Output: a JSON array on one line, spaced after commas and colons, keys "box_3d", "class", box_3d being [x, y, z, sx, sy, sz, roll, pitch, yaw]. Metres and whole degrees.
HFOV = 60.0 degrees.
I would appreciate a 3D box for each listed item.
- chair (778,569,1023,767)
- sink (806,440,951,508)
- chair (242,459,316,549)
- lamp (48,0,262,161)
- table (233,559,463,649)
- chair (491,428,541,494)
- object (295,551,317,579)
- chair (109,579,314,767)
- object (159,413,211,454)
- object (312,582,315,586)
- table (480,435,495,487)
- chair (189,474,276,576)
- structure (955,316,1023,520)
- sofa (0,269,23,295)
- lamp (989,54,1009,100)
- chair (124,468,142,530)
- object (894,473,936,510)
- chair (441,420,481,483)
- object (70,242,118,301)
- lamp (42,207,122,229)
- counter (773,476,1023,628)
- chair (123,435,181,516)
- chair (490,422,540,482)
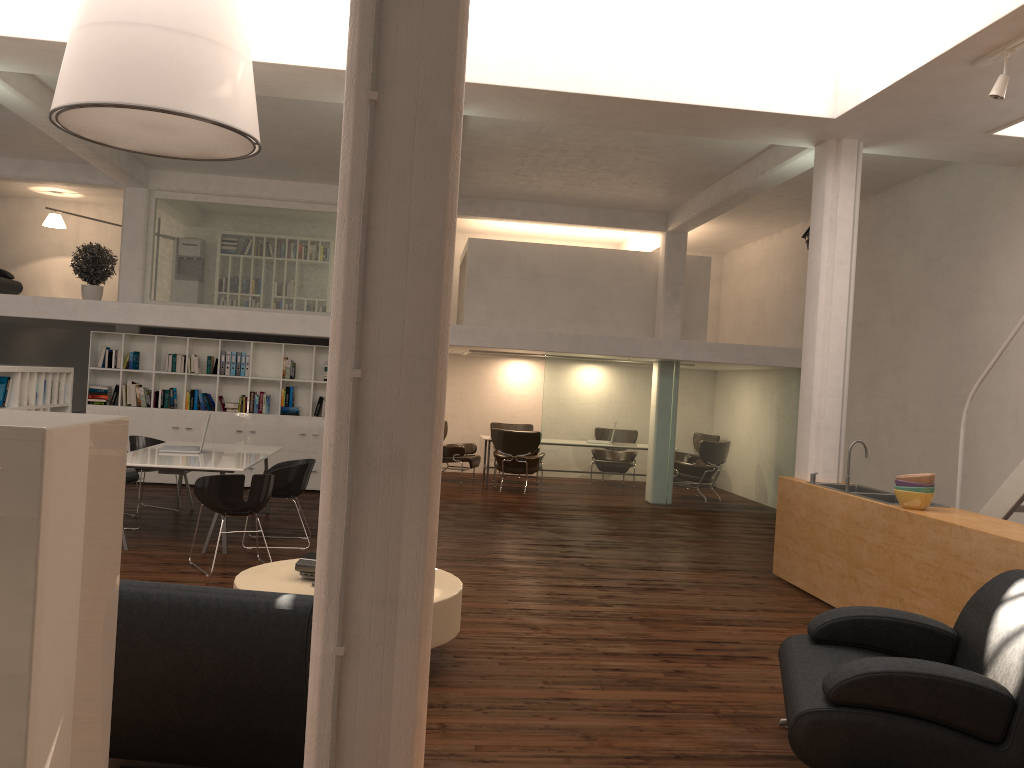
[{"box_3d": [2.248, 1.631, 4.811, 1.481, 1.130, 1.454, 4, 0, 15], "class": "chair"}, {"box_3d": [3.622, 0.956, 8.925, 0.596, 0.774, 1.757, 3, 0, -7], "class": "sink"}, {"box_3d": [-2.737, 1.383, 10.486, 0.757, 1.004, 0.795, 3, 0, -12], "class": "chair"}, {"box_3d": [-2.346, -3.876, 6.223, 1.386, 4.284, 1.386, 3, 0, 8], "class": "lamp"}, {"box_3d": [-1.182, 1.700, 6.422, 1.616, 0.570, 1.616, 3, 0, -13], "class": "table"}, {"box_3d": [0.100, 1.450, 16.959, 0.994, 1.183, 0.991, 4, 0, 9], "class": "chair"}, {"box_3d": [-1.213, 1.329, 6.448, 0.558, 0.163, 0.471, 4, 0, 13], "class": "object"}, {"box_3d": [-1.481, 1.404, 4.346, 1.454, 1.130, 1.481, 3, 0, 5], "class": "chair"}, {"box_3d": [-4.152, 0.614, 11.291, 0.557, 0.470, 0.702, 3, 0, -17], "class": "object"}, {"box_3d": [-1.285, 1.376, 6.122, 0.193, 0.062, 0.119, 4, 0, 44], "class": "object"}, {"box_3d": [1.298, 1.648, 17.954, 3.900, 0.947, 1.040, 3, 0, -7], "class": "table"}, {"box_3d": [-2.822, 1.379, 9.074, 0.795, 1.004, 0.757, 3, 0, -32], "class": "chair"}, {"box_3d": [5.583, -0.999, 7.870, 0.825, 6.780, 6.217, 3, 0, -7], "class": "structure"}, {"box_3d": [-10.696, -2.146, 16.824, 1.467, 1.119, 3.087, 3, 0, -7], "class": "sofa"}, {"box_3d": [3.934, -2.477, 7.163, 0.136, 0.357, 0.117, 3, 0, 0], "class": "lamp"}, {"box_3d": [-4.825, 1.255, 10.419, 0.757, 1.004, 0.795, 3, 0, -7], "class": "chair"}, {"box_3d": [3.549, 0.940, 7.821, 0.331, 0.332, 0.299, 4, 0, 40], "class": "object"}, {"box_3d": [-1.194, 1.370, 18.154, 0.991, 1.183, 0.994, 4, 0, 14], "class": "chair"}, {"box_3d": [-7.450, -1.961, 15.798, 0.793, 1.127, 0.770, 3, 0, -8], "class": "object"}, {"box_3d": [-8.099, -3.226, 17.766, 2.635, 0.513, 0.447, 3, 0, 3], "class": "lamp"}, {"box_3d": [3.802, 1.690, 6.972, 0.689, 1.141, 6.858, 3, 0, -7], "class": "counter"}, {"box_3d": [-5.063, 1.239, 12.158, 0.757, 1.004, 0.795, 4, 0, 28], "class": "chair"}, {"box_3d": [0.043, 1.444, 18.882, 0.994, 1.183, 0.991, 3, 0, -11], "class": "chair"}]
